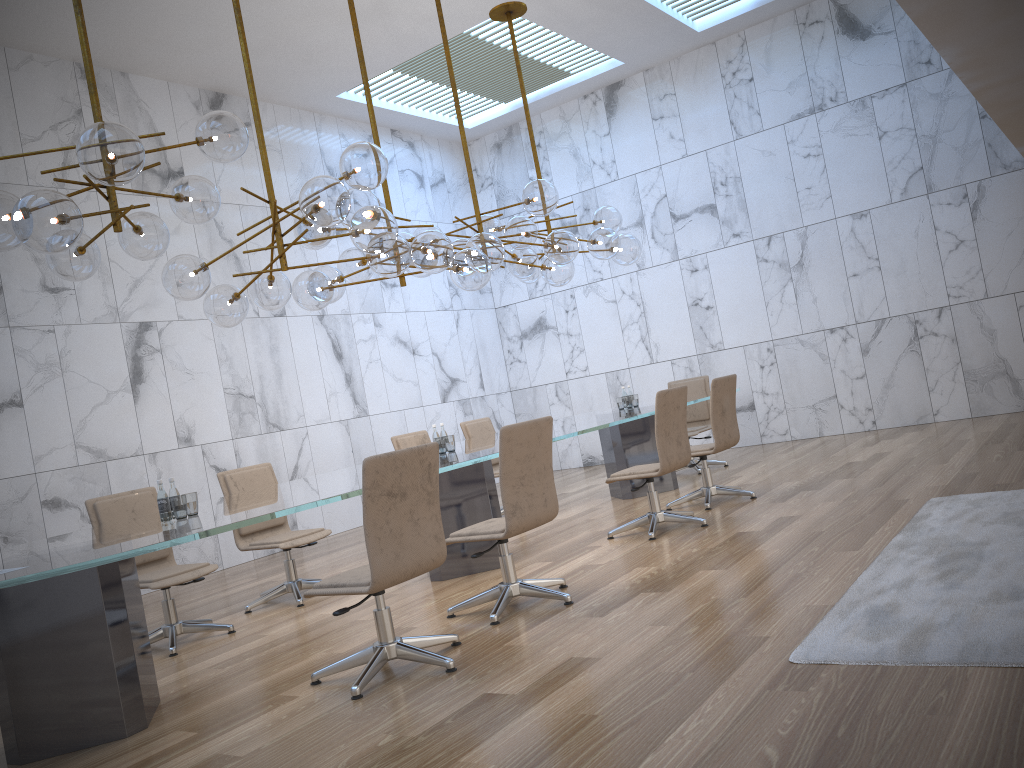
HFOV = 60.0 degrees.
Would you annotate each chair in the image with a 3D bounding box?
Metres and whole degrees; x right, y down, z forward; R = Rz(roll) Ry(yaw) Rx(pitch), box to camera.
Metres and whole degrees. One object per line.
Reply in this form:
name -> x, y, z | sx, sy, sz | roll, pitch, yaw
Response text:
chair -> -0.615, 0.823, 4.081 | 0.697, 1.000, 0.726 | -11, -1, 35
chair -> -1.677, 1.065, 6.423 | 0.697, 1.000, 0.726 | -11, -1, 35
chair -> 1.002, 0.563, 6.413 | 0.697, 1.000, 0.726 | -11, -1, 35
chair -> -0.048, 0.732, 4.899 | 0.697, 1.000, 0.726 | -11, -1, 35
chair -> -0.629, 0.897, 7.934 | 0.697, 1.000, 0.726 | -11, -1, 35
chair -> -0.062, 0.805, 8.752 | 0.697, 1.000, 0.726 | -11, -1, 35
chair -> -2.238, 1.156, 5.615 | 0.697, 1.000, 0.726 | -11, -1, 35
chair -> 1.888, 0.456, 9.636 | 0.726, 1.000, 0.697 | -11, -1, 36
chair -> 1.566, 0.472, 7.226 | 0.697, 1.000, 0.726 | -11, -1, 35

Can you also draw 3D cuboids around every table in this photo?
table -> -0.399, 0.902, 6.315 | 2.092, 0.835, 7.924 | -11, -1, 35

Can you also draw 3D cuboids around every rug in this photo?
rug -> 2.370, 0.756, 4.076 | 1.320, 0.034, 3.025 | -11, -1, 35

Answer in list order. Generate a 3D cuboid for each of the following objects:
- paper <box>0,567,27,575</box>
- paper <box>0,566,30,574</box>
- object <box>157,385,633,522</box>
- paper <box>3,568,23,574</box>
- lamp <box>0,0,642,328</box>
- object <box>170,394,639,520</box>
paper -> -1.977, 0.717, 3.266 | 0.210, 0.001, 0.290 | -11, -1, 29
paper -> -1.977, 0.716, 3.266 | 0.210, 0.001, 0.290 | -11, -1, 28
object -> -0.324, 0.360, 6.596 | 0.124, 0.213, 5.189 | -11, -1, 35
paper -> -1.977, 0.717, 3.266 | 0.210, 0.001, 0.290 | -11, -1, 28
lamp -> -0.986, -1.851, 6.269 | 1.557, 2.716, 5.672 | -11, -1, 35
object -> -0.284, 0.401, 6.556 | 0.183, 0.117, 5.112 | -11, -1, 35
